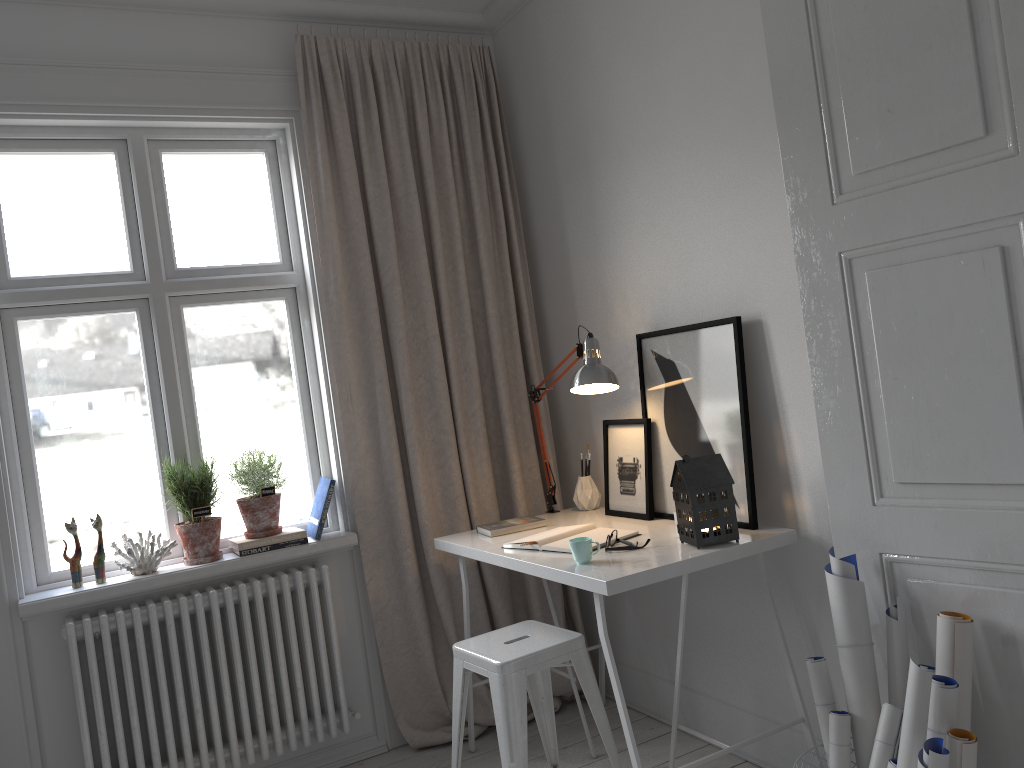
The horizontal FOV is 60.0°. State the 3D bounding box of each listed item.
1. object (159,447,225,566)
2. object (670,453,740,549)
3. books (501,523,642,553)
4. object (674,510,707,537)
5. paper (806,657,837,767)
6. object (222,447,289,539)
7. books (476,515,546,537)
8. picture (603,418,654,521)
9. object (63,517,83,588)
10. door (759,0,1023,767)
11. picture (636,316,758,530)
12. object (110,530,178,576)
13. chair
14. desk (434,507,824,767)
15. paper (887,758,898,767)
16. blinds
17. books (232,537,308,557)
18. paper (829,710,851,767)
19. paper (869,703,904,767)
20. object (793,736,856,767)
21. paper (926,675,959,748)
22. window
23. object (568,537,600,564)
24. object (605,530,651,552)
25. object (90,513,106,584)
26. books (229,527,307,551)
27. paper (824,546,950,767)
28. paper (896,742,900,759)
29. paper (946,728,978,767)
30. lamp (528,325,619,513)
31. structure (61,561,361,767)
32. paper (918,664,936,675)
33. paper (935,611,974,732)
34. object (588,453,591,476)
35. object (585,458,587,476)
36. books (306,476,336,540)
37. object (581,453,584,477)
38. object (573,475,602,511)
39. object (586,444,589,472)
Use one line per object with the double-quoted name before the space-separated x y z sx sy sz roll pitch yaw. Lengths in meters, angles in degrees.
"object" -1.086 0.405 3.033 0.183 0.410 0.199 -8 0 23
"object" 0.529 0.315 2.452 0.135 0.248 0.135 -8 0 -12
"books" 0.166 0.473 2.726 0.291 0.029 0.358 -8 0 -42
"object" 0.525 0.403 2.575 0.078 0.073 0.065 -8 0 -32
"paper" 0.762 0.917 2.048 0.046 0.547 0.166 -8 0 -4
"object" -0.887 0.377 3.137 0.220 0.318 0.210 -8 0 10
"books" -0.004 0.497 3.102 0.207 0.024 0.149 -8 0 -21
"picture" 0.394 0.288 3.033 0.062 0.333 0.261 -8 0 -28
"object" -1.420 0.543 2.869 0.052 0.224 0.045 -8 0 38
"door" 0.949 -0.028 1.945 0.034 2.326 0.677 -8 0 -37
"picture" 0.562 0.125 2.764 0.062 0.614 0.493 -8 0 -28
"object" -1.220 0.561 2.943 0.212 0.149 0.186 -8 0 -19
"chair" 0.051 1.020 2.637 0.409 0.527 0.407 -8 0 -33
"desk" 0.312 0.860 2.798 0.641 0.776 1.162 -8 0 -28
"paper" 0.815 0.989 1.884 0.233 0.389 0.078 -8 0 2
"blinds" -0.234 -0.031 3.337 0.831 2.680 0.225 -8 0 -28
"books" -0.861 0.570 3.148 0.245 0.022 0.156 -8 0 -24
"paper" 0.743 0.931 2.006 0.129 0.361 0.047 -8 0 -39
"paper" 0.777 0.912 1.910 0.244 0.403 0.049 -8 0 -26
"object" 0.824 1.010 1.916 0.374 0.351 0.374 -8 0 -26
"paper" 0.892 0.893 1.867 0.153 0.553 0.060 -8 0 17
"window" -1.227 -0.133 3.128 1.047 1.537 0.079 -8 0 -28
"object" 0.194 0.454 2.405 0.064 0.065 0.082 -8 0 -29
"object" 0.307 0.448 2.524 0.114 0.047 0.133 -8 0 -40
"object" -1.343 0.533 2.888 0.045 0.224 0.052 -8 0 13
"books" -0.866 0.547 3.140 0.246 0.025 0.157 -8 0 -25
"paper" 0.820 0.785 1.928 0.181 0.793 0.431 -8 0 15
"paper" 0.815 0.955 1.941 0.253 0.432 0.054 -8 0 8
"paper" 0.913 0.938 1.814 0.123 0.464 0.057 -8 0 34
"lamp" 0.189 0.180 3.128 0.164 0.745 0.568 -8 0 -32
"structure" -1.016 0.989 3.010 0.935 0.600 0.215 -8 0 -28
"paper" 0.894 0.904 1.950 0.200 0.542 0.047 -8 0 -24
"paper" 0.945 0.831 1.909 0.181 0.669 0.073 -8 0 -6
"object" 0.285 0.362 3.301 0.008 0.207 0.054 -8 0 -45
"object" 0.278 0.364 3.324 0.054 0.207 0.008 -8 0 -41
"books" -0.699 0.451 3.236 0.101 0.211 0.175 -8 0 -24
"object" 0.265 0.365 3.322 0.008 0.207 0.054 -8 0 27
"object" 0.278 0.405 3.310 0.101 0.126 0.101 -8 0 -28
"object" 0.288 0.345 3.314 0.028 0.239 0.023 -8 0 -31
